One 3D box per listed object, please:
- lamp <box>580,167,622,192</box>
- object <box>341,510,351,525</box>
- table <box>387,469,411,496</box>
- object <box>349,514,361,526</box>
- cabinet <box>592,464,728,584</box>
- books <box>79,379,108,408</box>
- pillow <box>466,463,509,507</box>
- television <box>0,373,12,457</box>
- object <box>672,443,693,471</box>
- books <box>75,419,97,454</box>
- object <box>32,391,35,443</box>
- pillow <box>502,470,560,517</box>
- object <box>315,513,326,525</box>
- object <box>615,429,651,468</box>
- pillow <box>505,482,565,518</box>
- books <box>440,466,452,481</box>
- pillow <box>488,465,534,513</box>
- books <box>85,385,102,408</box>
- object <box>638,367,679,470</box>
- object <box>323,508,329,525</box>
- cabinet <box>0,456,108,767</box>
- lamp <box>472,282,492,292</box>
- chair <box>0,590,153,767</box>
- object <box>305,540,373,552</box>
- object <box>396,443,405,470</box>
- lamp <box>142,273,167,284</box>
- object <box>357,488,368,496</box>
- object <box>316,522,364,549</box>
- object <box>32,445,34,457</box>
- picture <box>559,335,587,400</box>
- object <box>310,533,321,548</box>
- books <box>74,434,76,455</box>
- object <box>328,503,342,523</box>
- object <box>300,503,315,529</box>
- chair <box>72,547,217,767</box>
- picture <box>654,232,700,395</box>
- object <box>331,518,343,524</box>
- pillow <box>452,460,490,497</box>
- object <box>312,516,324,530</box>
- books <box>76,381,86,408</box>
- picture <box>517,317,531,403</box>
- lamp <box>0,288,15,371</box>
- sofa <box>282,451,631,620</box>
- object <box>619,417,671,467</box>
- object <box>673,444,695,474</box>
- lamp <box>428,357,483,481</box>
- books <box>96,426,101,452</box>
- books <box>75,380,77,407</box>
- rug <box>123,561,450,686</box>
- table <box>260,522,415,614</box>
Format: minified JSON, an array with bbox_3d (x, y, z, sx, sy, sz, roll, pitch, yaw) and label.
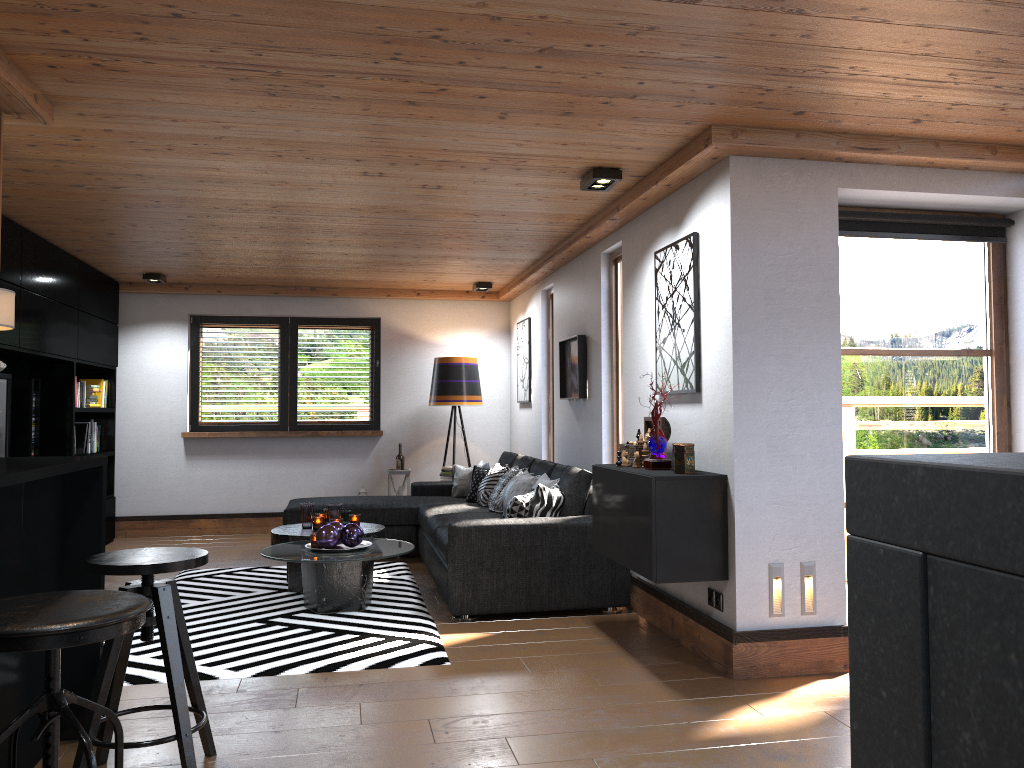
[{"bbox_3d":[0.458,-1.060,4.574,0.156,0.068,0.260,0,-2,-11],"label":"lamp"},{"bbox_3d":[-1.162,0.928,6.149,0.092,0.099,0.093,-1,-2,25],"label":"object"},{"bbox_3d":[-1.101,1.136,8.621,0.227,0.609,0.223,0,-3,-11],"label":"table"},{"bbox_3d":[-1.071,0.932,6.039,0.079,0.081,0.079,0,-2,4],"label":"object"},{"bbox_3d":[0.701,0.657,4.391,0.359,0.468,0.950,0,-2,-11],"label":"cabinet"},{"bbox_3d":[-3.792,0.089,8.034,0.213,0.261,0.209,0,-2,-11],"label":"books"},{"bbox_3d":[-0.166,0.818,7.137,0.313,0.364,0.663,0,-2,-16],"label":"pillow"},{"bbox_3d":[-3.427,0.316,5.604,0.051,0.814,1.246,0,-2,-11],"label":"television"},{"bbox_3d":[0.816,0.349,4.223,0.107,0.135,0.097,-1,-2,20],"label":"object"},{"bbox_3d":[-3.753,0.453,7.653,0.223,0.296,0.343,0,-2,-11],"label":"books"},{"bbox_3d":[-3.575,0.242,6.473,0.126,0.379,0.124,0,-3,-11],"label":"object"},{"bbox_3d":[0.119,0.759,5.896,0.285,0.328,0.721,1,-2,-21],"label":"pillow"},{"bbox_3d":[-1.318,0.936,6.120,0.079,0.081,0.079,0,-2,4],"label":"object"},{"bbox_3d":[0.635,0.330,4.617,0.202,0.197,0.354,0,-2,0],"label":"object"},{"bbox_3d":[0.156,0.765,5.366,0.296,0.346,0.542,-2,-3,40],"label":"pillow"},{"bbox_3d":[-0.543,0.875,8.501,0.222,0.159,0.253,2,-3,-45],"label":"books"},{"bbox_3d":[-0.015,0.795,6.527,0.276,0.356,0.724,0,-2,-11],"label":"pillow"},{"bbox_3d":[-3.767,0.110,7.773,0.261,0.197,0.294,0,-2,-9],"label":"books"},{"bbox_3d":[0.729,0.170,4.380,0.152,0.505,0.323,0,-2,-12],"label":"object"},{"bbox_3d":[-1.228,0.913,6.040,0.115,0.122,0.112,1,-3,-35],"label":"object"},{"bbox_3d":[-1.548,0.743,2.409,0.431,1.010,1.617,0,-2,-11],"label":"cabinet"},{"bbox_3d":[-0.284,-0.933,8.466,0.156,0.068,0.260,0,-2,-11],"label":"lamp"},{"bbox_3d":[-1.105,0.890,2.122,0.443,0.717,0.439,0,-2,-8],"label":"chair"},{"bbox_3d":[-1.030,0.965,5.276,0.393,0.022,0.395,0,-2,7],"label":"object"},{"bbox_3d":[-1.090,0.721,8.639,0.086,0.286,0.088,-2,-3,41],"label":"object"},{"bbox_3d":[-3.164,-0.940,7.852,0.156,0.068,0.260,0,-2,-11],"label":"lamp"},{"bbox_3d":[-1.447,1.211,8.597,0.254,0.462,0.250,0,-2,-11],"label":"object"},{"bbox_3d":[-1.043,0.900,5.289,0.287,0.143,0.261,1,-2,-28],"label":"object"},{"bbox_3d":[-3.573,0.620,6.455,0.126,0.379,0.124,0,-3,-11],"label":"object"},{"bbox_3d":[0.444,-0.114,6.532,0.067,0.451,0.556,0,-2,-11],"label":"picture"},{"bbox_3d":[-1.162,0.933,5.278,0.079,0.081,0.079,0,-2,4],"label":"object"},{"bbox_3d":[-3.685,0.451,7.223,0.211,0.270,0.235,0,-2,-12],"label":"books"},{"bbox_3d":[-1.186,0.887,5.932,0.095,0.167,0.093,2,-3,-40],"label":"object"},{"bbox_3d":[-1.380,0.889,5.975,0.095,0.167,0.093,2,-3,-40],"label":"object"},{"bbox_3d":[-1.165,0.910,2.826,0.395,0.721,0.391,0,-2,-11],"label":"chair"},{"bbox_3d":[0.842,-0.340,4.565,0.020,0.782,0.560,0,-2,-11],"label":"picture"},{"bbox_3d":[-1.147,0.925,5.807,0.079,0.081,0.079,0,-2,4],"label":"object"},{"bbox_3d":[-0.333,0.829,7.613,0.219,0.347,0.561,1,-2,-31],"label":"pillow"},{"bbox_3d":[-1.294,0.929,5.918,0.079,0.081,0.079,0,-2,4],"label":"object"},{"bbox_3d":[-3.745,0.087,7.487,0.183,0.233,0.283,0,-2,-8],"label":"books"},{"bbox_3d":[0.110,-0.215,8.403,0.020,0.782,0.560,0,-2,-11],"label":"picture"},{"bbox_3d":[-1.570,-0.014,2.537,0.248,0.516,0.246,0,-2,-8],"label":"lamp"},{"bbox_3d":[-0.627,0.958,6.399,2.098,0.819,3.073,0,-2,-11],"label":"sofa"},{"bbox_3d":[0.694,0.296,4.685,0.211,0.270,0.285,0,-2,-11],"label":"object"},{"bbox_3d":[0.794,0.345,4.092,0.109,0.135,0.096,1,-2,-21],"label":"object"},{"bbox_3d":[-0.072,0.607,8.824,1.647,1.700,0.517,1,-3,-33],"label":"lamp"},{"bbox_3d":[-3.827,0.494,7.966,0.190,0.238,0.288,0,-2,-12],"label":"books"},{"bbox_3d":[-3.598,0.053,7.040,0.209,0.270,0.239,0,-2,-11],"label":"books"},{"bbox_3d":[-1.358,1.330,5.326,1.670,0.020,2.885,0,-2,-11],"label":"rug"},{"bbox_3d":[-1.086,1.143,5.573,0.900,0.372,1.516,0,-2,-10],"label":"table"}]
